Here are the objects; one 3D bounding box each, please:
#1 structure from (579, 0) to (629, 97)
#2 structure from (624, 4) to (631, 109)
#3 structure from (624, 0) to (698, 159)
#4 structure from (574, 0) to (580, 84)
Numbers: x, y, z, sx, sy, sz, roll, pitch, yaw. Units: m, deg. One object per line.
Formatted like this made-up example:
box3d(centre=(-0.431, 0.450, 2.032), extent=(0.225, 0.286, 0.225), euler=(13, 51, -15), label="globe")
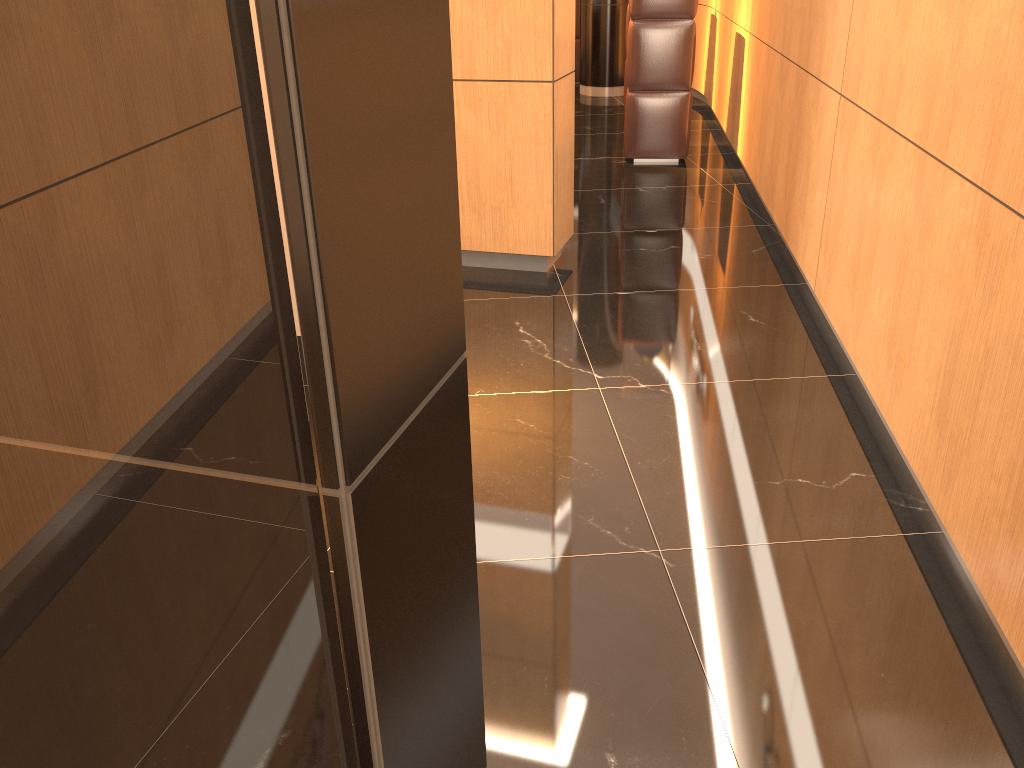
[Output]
box3d(centre=(1.032, -4.844, 9.304), extent=(0.613, 3.430, 0.613), euler=(4, 27, 10), label="structure")
box3d(centre=(1.327, -3.581, 8.334), extent=(0.498, 2.000, 0.484), euler=(1, 26, 6), label="structure")
box3d(centre=(1.095, -2.681, 6.469), extent=(0.498, 1.968, 0.484), euler=(1, 26, 6), label="structure")
box3d(centre=(0.626, -4.573, 10.397), extent=(0.484, 2.000, 0.498), euler=(-21, 32, -34), label="structure")
